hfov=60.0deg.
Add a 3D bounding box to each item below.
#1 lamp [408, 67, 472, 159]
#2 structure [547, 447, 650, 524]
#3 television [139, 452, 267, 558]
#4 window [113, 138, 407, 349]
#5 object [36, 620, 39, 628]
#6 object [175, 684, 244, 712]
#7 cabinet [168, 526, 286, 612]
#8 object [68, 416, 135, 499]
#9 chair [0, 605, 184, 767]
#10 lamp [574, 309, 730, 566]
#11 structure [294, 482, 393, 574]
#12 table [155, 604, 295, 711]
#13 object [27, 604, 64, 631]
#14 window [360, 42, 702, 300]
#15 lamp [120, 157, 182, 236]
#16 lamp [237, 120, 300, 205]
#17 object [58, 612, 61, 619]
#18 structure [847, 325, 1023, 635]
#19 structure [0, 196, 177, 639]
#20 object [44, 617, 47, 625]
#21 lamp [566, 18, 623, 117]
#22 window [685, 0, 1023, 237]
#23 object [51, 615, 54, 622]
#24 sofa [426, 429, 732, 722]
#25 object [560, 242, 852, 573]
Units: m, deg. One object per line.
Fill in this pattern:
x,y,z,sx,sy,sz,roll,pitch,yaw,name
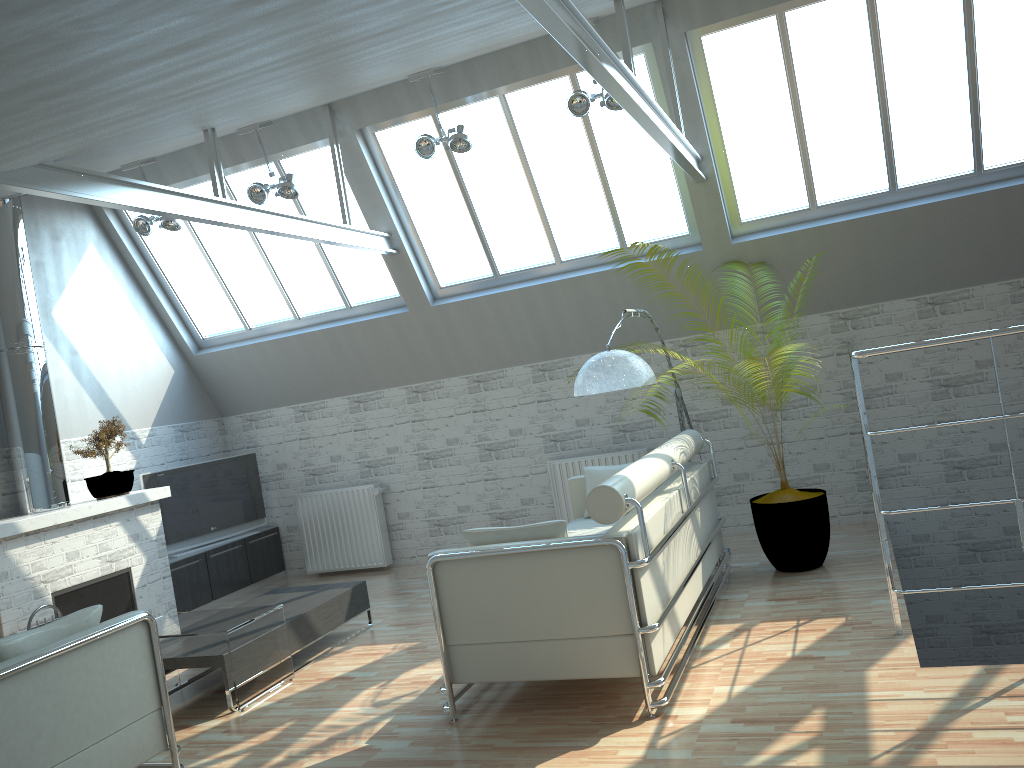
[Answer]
-1.057,-3.730,12.135,0.808,1.172,0.618,-10,0,25,lamp
1.637,1.919,14.856,1.892,1.524,0.508,-9,0,21,structure
-5.596,2.181,16.125,0.592,1.514,2.577,-10,0,31,television
-4.376,-2.362,15.574,4.651,2.787,1.897,-9,0,21,window
-6.052,3.518,11.512,0.146,0.916,0.131,-9,0,21,object
-5.282,2.617,10.500,4.859,2.558,1.528,-9,0,20,object
-5.479,3.445,16.061,0.908,1.016,3.234,-9,0,21,cabinet
-6.382,1.145,13.781,0.572,1.265,1.115,-10,0,24,object
-4.550,2.770,7.346,2.507,2.001,2.201,-9,0,21,chair
2.198,0.786,12.369,1.015,3.709,4.621,-10,0,27,lamp
-3.103,2.712,16.667,1.892,1.524,0.508,-9,0,21,structure
-3.590,3.170,10.240,1.726,0.867,1.015,-9,0,21,table
-6.126,3.485,11.744,0.412,1.124,0.584,-9,0,21,object
0.313,-3.146,13.783,4.651,2.787,1.897,-9,0,21,window
-5.705,-2.953,13.911,0.808,1.172,0.619,-10,0,25,lamp
-3.665,-3.294,13.132,0.808,1.172,0.619,-10,0,25,lamp
-5.988,3.487,11.864,0.155,0.873,0.026,-9,0,22,object
6.707,0.509,9.637,5.366,2.781,6.483,-9,0,21,structure
-6.935,0.559,13.052,1.309,7.180,3.302,-9,0,21,structure
-6.004,3.519,11.647,0.145,0.932,0.065,-9,0,2,object
1.000,-4.074,11.349,0.808,1.172,0.619,-10,0,25,lamp
5.002,-3.930,11.992,4.651,2.787,1.897,-9,0,21,window
-6.029,3.484,11.758,0.025,0.855,0.025,-10,0,43,object
1.015,1.853,10.129,2.199,1.999,4.866,-9,0,21,sofa
2.656,0.373,11.478,3.777,4.386,5.015,-9,0,-4,object
